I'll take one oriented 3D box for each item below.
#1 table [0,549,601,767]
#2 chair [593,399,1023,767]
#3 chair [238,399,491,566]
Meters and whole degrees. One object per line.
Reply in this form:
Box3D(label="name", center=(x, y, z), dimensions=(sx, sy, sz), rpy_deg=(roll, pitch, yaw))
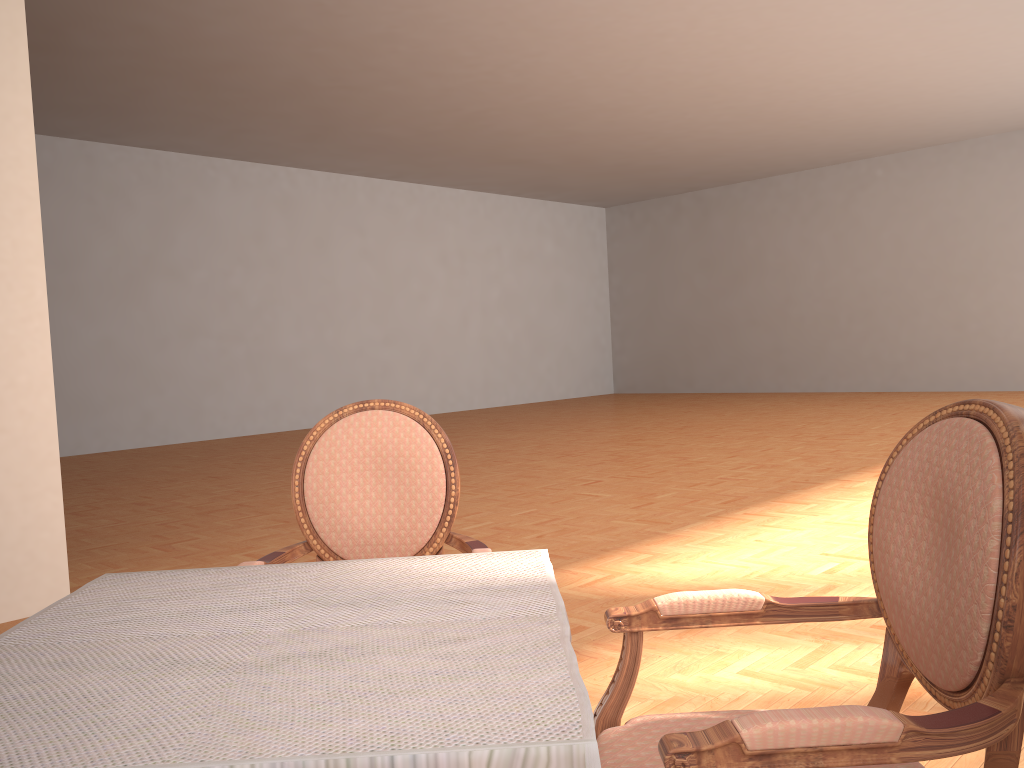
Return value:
Box3D(label="table", center=(-0.298, 0.661, 1.181), dimensions=(0.831, 0.677, 0.829), rpy_deg=(-3, 2, -1))
Box3D(label="chair", center=(0.392, 0.498, 1.198), dimensions=(0.593, 0.932, 0.520), rpy_deg=(-3, 3, -1))
Box3D(label="chair", center=(-0.295, 0.510, 1.848), dimensions=(0.521, 0.932, 0.592), rpy_deg=(-3, 3, -1))
